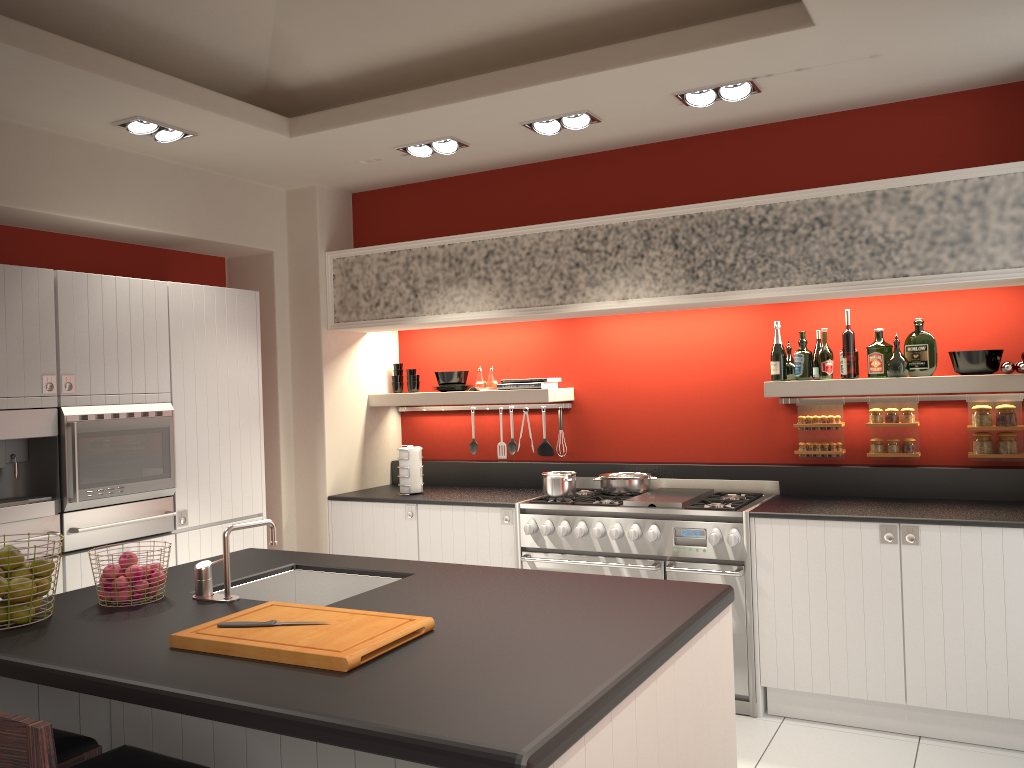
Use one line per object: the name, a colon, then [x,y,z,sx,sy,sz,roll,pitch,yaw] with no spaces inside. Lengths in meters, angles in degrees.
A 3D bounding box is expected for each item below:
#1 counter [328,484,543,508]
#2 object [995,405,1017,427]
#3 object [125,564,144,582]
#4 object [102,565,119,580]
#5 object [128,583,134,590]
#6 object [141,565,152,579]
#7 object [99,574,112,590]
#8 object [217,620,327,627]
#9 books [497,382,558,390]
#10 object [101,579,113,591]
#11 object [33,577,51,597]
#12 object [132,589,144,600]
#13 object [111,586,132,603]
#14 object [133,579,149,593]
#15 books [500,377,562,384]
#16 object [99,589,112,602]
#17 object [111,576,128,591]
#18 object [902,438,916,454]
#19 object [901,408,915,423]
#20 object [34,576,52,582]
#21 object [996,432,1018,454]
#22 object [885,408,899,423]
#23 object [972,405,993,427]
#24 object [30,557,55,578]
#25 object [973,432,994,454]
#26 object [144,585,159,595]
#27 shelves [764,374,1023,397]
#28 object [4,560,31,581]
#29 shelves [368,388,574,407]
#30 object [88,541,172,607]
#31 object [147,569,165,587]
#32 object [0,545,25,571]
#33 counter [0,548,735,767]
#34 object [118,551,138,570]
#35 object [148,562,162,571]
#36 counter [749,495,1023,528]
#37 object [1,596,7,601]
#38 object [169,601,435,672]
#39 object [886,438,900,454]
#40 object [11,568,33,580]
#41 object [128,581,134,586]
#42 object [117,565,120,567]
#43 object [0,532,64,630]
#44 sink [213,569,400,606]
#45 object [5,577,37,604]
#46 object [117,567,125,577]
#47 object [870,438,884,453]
counter: [-0.409,0.700,5.620,1.360,0.026,0.699,-2,0,28]
object: [2.495,0.164,4.478,0.094,0.120,0.093,-2,0,-41]
object: [-1.186,0.595,2.786,0.051,0.055,0.056,-2,0,43]
object: [-1.247,0.585,2.756,0.048,0.046,0.048,-2,0,-16]
object: [-1.237,0.665,2.897,0.050,0.049,0.049,-2,0,-5]
object: [-1.175,0.602,2.840,0.041,0.044,0.045,-2,0,-2]
object: [-1.275,0.623,2.809,0.059,0.059,0.060,-2,0,40]
object: [-0.622,0.628,2.333,0.302,0.010,0.035,-2,0,-1]
books: [0.098,0.013,5.644,0.331,0.042,0.207,-2,0,33]
object: [-1.262,0.624,2.768,0.041,0.041,0.040,-2,0,-25]
object: [-1.395,0.600,2.619,0.057,0.057,0.055,-2,0,20]
object: [-1.193,0.669,2.826,0.040,0.039,0.039,-2,0,-13]
object: [-1.226,0.659,2.784,0.062,0.057,0.061,-2,0,28]
object: [-1.170,0.638,2.798,0.046,0.043,0.046,-2,0,-22]
books: [0.122,-0.022,5.655,0.332,0.026,0.207,-2,0,29]
object: [-1.283,0.666,2.810,0.050,0.049,0.049,-2,0,-5]
object: [-1.218,0.619,2.754,0.048,0.046,0.048,-2,0,-12]
object: [2.102,0.331,4.696,0.068,0.088,0.068,-2,0,-41]
object: [2.097,0.171,4.697,0.068,0.088,0.068,-2,0,-41]
object: [-1.424,0.596,2.674,0.067,0.064,0.066,-2,0,33]
object: [2.499,0.301,4.477,0.094,0.120,0.093,-2,0,-41]
object: [2.028,0.173,4.734,0.068,0.088,0.068,-2,0,-41]
object: [2.401,0.167,4.529,0.094,0.120,0.093,-2,0,-41]
object: [-1.401,0.547,2.647,0.067,0.064,0.067,-2,0,29]
object: [2.405,0.304,4.528,0.094,0.120,0.093,-2,0,-41]
object: [-1.174,0.662,2.885,0.050,0.049,0.049,-2,0,-5]
shelves: [2.055,0.007,4.619,1.379,0.083,0.376,-2,0,28]
object: [-1.488,0.567,2.676,0.078,0.076,0.071,-2,0,-2]
shelves: [-0.293,0.089,5.890,1.379,0.083,0.376,-2,0,28]
object: [-1.215,0.605,2.830,0.248,0.168,0.248,-2,0,16]
object: [-1.144,0.623,2.850,0.055,0.056,0.055,-2,0,38]
object: [-1.485,0.516,2.624,0.078,0.080,0.078,-2,0,28]
counter: [-0.539,0.690,2.635,2.054,0.050,1.415,-2,0,28]
object: [-1.217,0.560,2.811,0.056,0.058,0.056,-2,0,-17]
object: [-1.170,0.608,2.891,0.056,0.050,0.055,-2,0,-23]
counter: [1.931,0.617,4.354,1.360,0.026,0.699,-2,0,28]
object: [-1.512,0.627,2.677,0.064,0.060,0.064,-2,0,23]
object: [-0.543,0.647,2.315,0.570,0.033,0.372,-2,0,27]
object: [2.034,0.333,4.733,0.068,0.088,0.068,-2,0,-41]
object: [-1.443,0.566,2.611,0.056,0.054,0.057,-2,0,-1]
object: [-1.214,0.625,2.867,0.055,0.056,0.055,-2,0,38]
object: [-1.276,0.605,2.854,0.049,0.049,0.048,-2,0,36]
object: [-1.503,0.579,2.604,0.341,0.232,0.341,-2,0,-29]
sink: [-0.692,0.821,2.996,0.567,0.258,0.516,-2,0,28]
object: [-1.422,0.598,2.566,0.082,0.082,0.082,-2,0,-5]
object: [-1.243,0.598,2.796,0.041,0.039,0.041,-2,0,44]
object: [1.965,0.336,4.770,0.068,0.088,0.068,-2,0,-41]
